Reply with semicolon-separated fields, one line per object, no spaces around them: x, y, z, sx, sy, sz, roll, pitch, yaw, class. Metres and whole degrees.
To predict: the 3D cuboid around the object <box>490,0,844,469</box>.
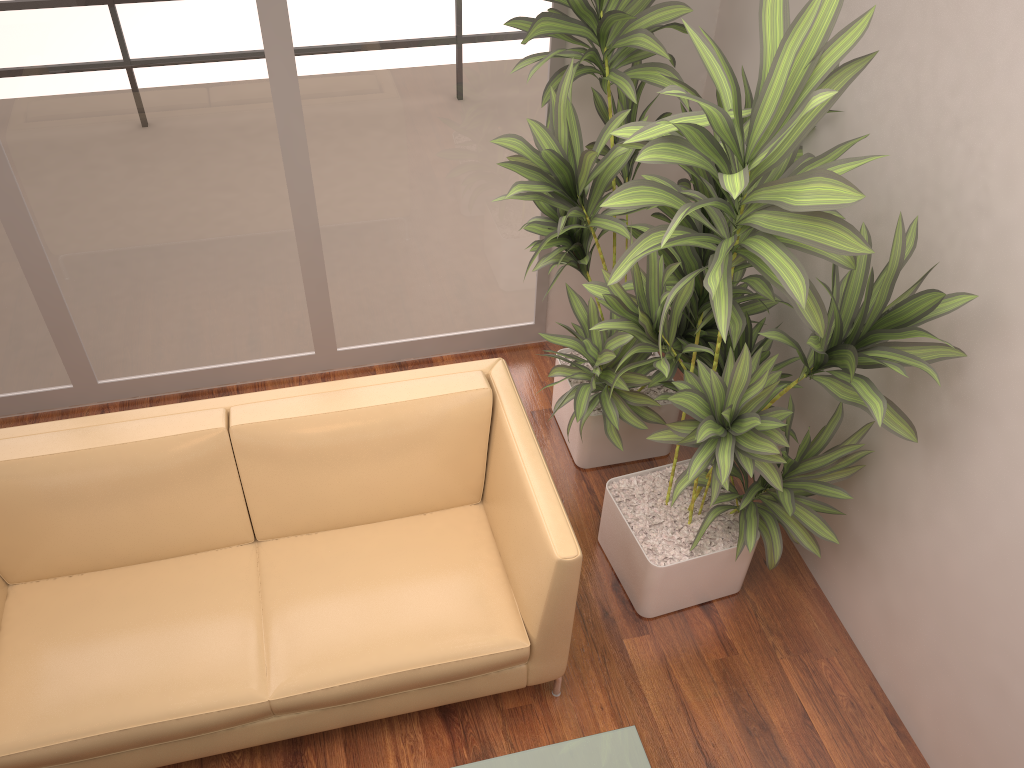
0.479;-0.570;3.047;1.080;2.208;0.920;4;44;1;object

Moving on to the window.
-3.745;-0.866;2.262;8.524;3.443;0.059;-8;45;-11;window

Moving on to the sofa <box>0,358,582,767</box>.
-0.786;0.594;2.735;1.794;0.880;0.840;-9;45;-11;sofa

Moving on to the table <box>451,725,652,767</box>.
-0.476;1.522;1.983;1.862;0.588;0.898;-9;45;-11;table

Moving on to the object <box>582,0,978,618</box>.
0.664;-0.138;2.601;0.966;2.208;1.029;0;44;-2;object
